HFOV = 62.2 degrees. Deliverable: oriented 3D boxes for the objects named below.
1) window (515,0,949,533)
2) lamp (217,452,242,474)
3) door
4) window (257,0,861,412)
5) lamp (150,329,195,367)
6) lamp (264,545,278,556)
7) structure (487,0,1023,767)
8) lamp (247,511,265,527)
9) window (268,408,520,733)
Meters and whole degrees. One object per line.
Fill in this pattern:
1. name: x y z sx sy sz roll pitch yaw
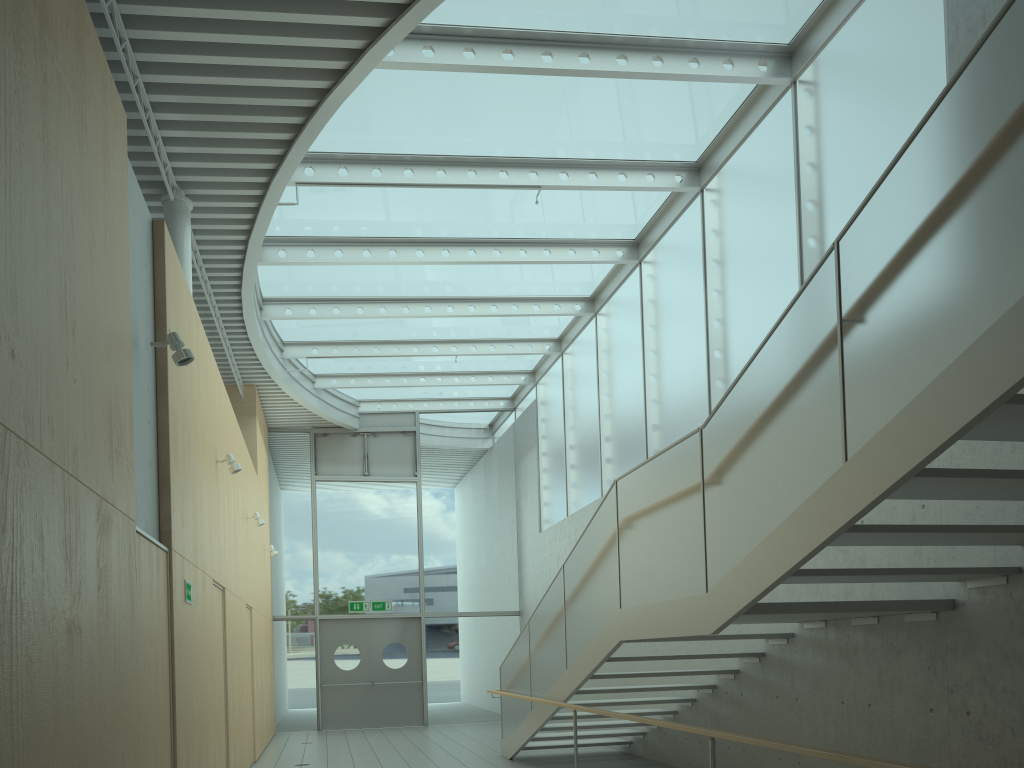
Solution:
1. window: 1.313 0.045 11.377 0.030 2.678 16.277 -2 -17 -13
2. lamp: -2.571 0.718 7.719 0.234 0.193 0.144 5 -10 -32
3. door: -2.655 5.487 16.120 1.922 2.082 0.177 0 -2 -13
4. window: -0.761 1.505 10.874 4.782 6.120 16.455 0 -16 -13
5. lamp: -1.940 -0.210 4.865 0.234 0.193 0.144 5 -10 -32
6. lamp: -3.926 2.709 13.843 0.234 0.193 0.144 5 -10 -32
7. structure: 1.903 1.142 5.424 1.884 4.109 13.114 -1 -16 -13
8. lamp: -3.246 1.710 10.770 0.234 0.193 0.144 5 -10 -32
9. window: -2.156 3.503 16.295 4.856 6.211 0.111 0 -1 -13
